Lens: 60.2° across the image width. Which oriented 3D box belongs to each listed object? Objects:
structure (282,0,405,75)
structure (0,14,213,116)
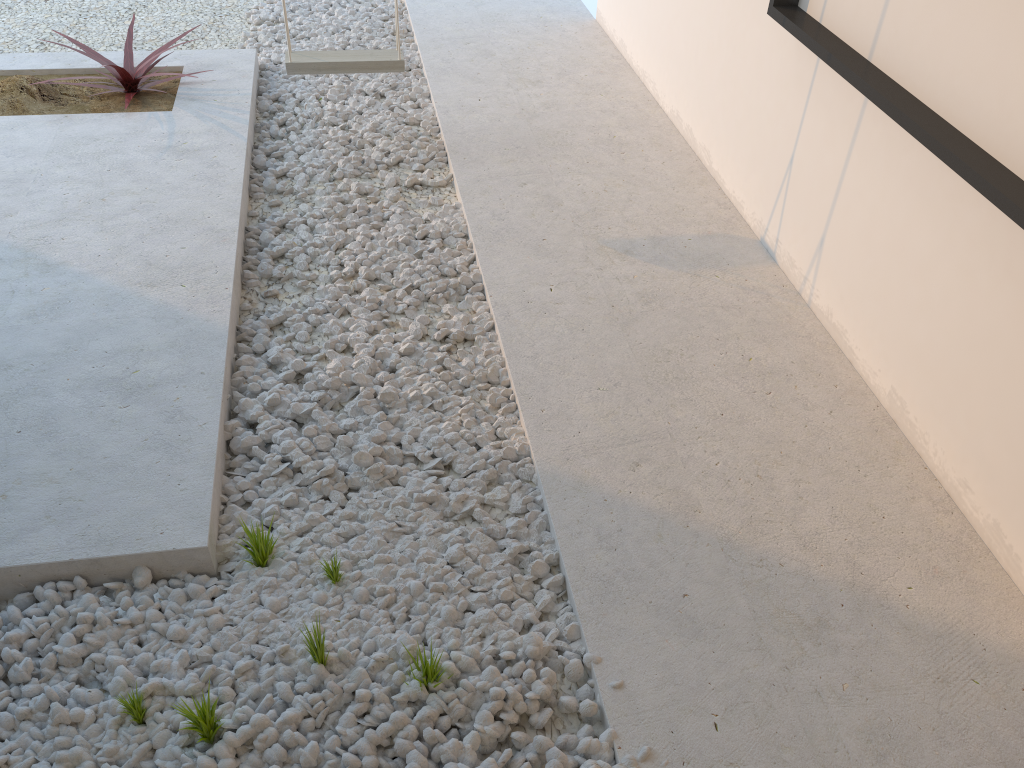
[{"bbox_3d":[-0.630,-1.989,2.906,0.461,1.956,0.123,-5,42,-9],"label":"structure"},{"bbox_3d":[-1.963,-1.385,3.946,1.202,0.306,0.712,-5,41,-9],"label":"structure"}]
